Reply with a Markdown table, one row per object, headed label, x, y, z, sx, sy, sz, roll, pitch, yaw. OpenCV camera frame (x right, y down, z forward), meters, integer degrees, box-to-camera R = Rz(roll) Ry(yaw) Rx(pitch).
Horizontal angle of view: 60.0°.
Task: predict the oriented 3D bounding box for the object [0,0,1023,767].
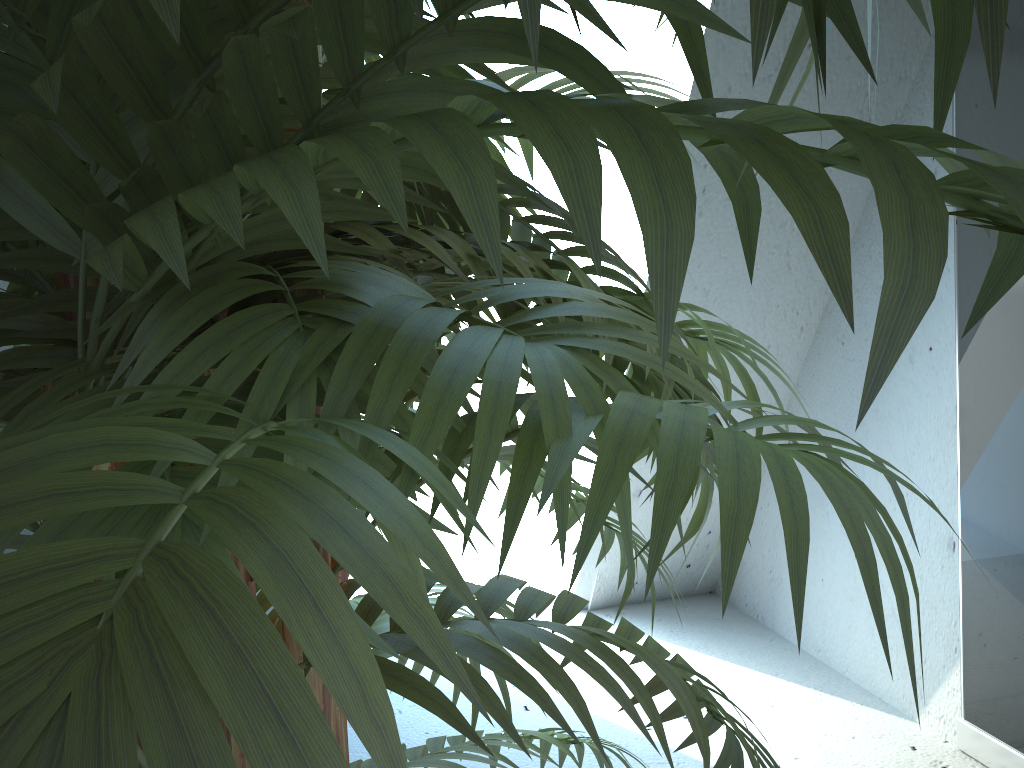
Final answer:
| label | x | y | z | sx | sy | sz | roll | pitch | yaw |
| --- | --- | --- | --- | --- | --- | --- | --- | --- | --- |
| object | -0.180 | -0.220 | 0.481 | 1.020 | 2.034 | 0.980 | 0 | 5 | 36 |

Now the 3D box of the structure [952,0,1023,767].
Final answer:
| label | x | y | z | sx | sy | sz | roll | pitch | yaw |
| --- | --- | --- | --- | --- | --- | --- | --- | --- | --- |
| structure | 1.394 | -0.356 | 0.766 | 1.184 | 2.114 | 1.835 | -4 | 4 | -13 |
